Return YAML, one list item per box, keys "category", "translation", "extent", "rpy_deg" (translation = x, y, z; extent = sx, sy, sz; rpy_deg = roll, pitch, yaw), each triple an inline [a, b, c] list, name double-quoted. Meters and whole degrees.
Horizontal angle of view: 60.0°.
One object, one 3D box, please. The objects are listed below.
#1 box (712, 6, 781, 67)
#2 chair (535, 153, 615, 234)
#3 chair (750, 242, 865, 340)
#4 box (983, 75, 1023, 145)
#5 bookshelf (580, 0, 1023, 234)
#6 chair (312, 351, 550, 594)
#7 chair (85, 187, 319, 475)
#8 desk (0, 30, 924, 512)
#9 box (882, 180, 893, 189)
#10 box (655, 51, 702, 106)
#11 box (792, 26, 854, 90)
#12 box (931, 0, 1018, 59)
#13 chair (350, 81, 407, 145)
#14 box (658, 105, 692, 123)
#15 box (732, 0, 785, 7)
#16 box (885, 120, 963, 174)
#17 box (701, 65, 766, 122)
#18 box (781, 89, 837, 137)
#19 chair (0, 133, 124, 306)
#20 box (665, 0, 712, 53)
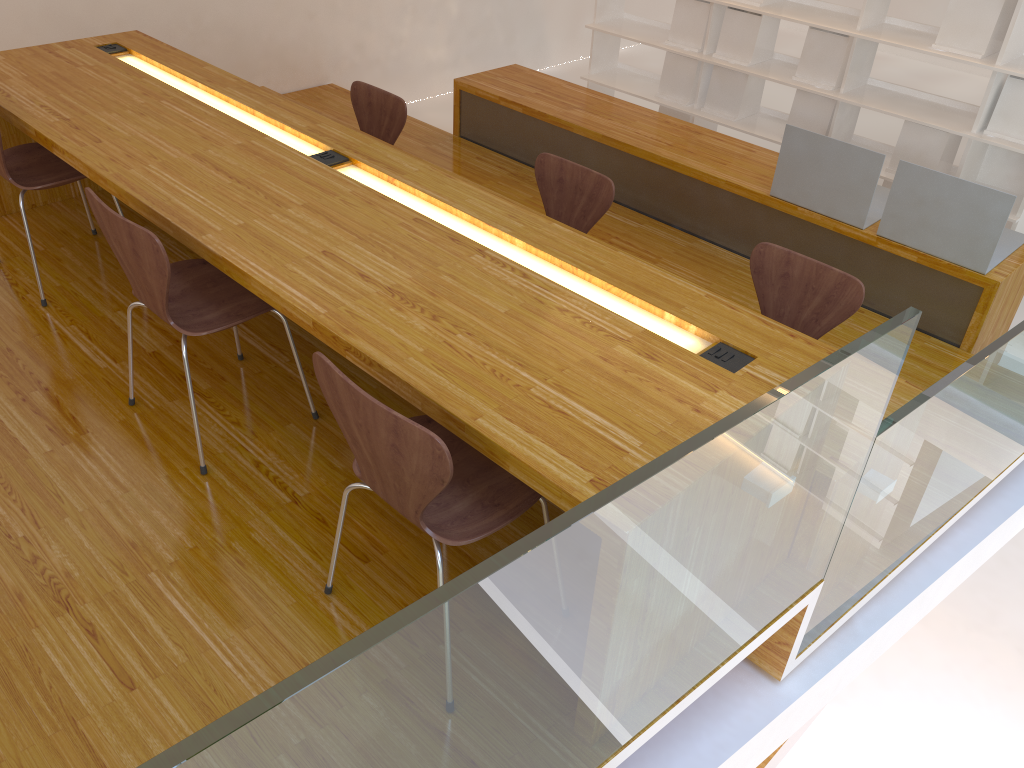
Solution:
- category: "box"
  translation: [1.384, -2.070, 5.215]
  extent: [0.245, 0.296, 0.274]
  rpy_deg: [32, 44, 33]
- category: "chair"
  translation: [0.101, -0.464, 3.386]
  extent: [0.428, 0.693, 0.381]
  rpy_deg: [32, 44, 33]
- category: "chair"
  translation: [0.789, -0.037, 2.850]
  extent: [0.428, 0.693, 0.381]
  rpy_deg: [32, 44, 33]
- category: "box"
  translation: [2.526, -1.361, 4.325]
  extent: [0.245, 0.296, 0.274]
  rpy_deg: [32, 44, 33]
- category: "bookshelf"
  translation: [1.556, -1.894, 5.010]
  extent: [2.984, 1.836, 0.498]
  rpy_deg: [32, 44, 33]
- category: "chair"
  translation: [-0.141, 0.226, 1.865]
  extent: [0.428, 0.693, 0.381]
  rpy_deg: [32, 44, 33]
- category: "chair"
  translation: [-0.829, -0.201, 2.401]
  extent: [0.428, 0.693, 0.381]
  rpy_deg: [32, 44, 33]
- category: "desk"
  translation: [-0.504, -0.331, 2.959]
  extent: [3.236, 0.918, 1.285]
  rpy_deg: [32, 44, 33]
- category: "box"
  translation: [2.193, -1.015, 4.944]
  extent: [0.245, 0.296, 0.274]
  rpy_deg: [32, 44, 33]
- category: "box"
  translation: [1.105, -1.967, 5.612]
  extent: [0.245, 0.296, 0.274]
  rpy_deg: [32, 44, 33]
- category: "box"
  translation: [1.765, -1.834, 4.918]
  extent: [0.245, 0.296, 0.274]
  rpy_deg: [32, 44, 33]
- category: "box"
  translation: [2.276, -1.793, 4.341]
  extent: [0.245, 0.296, 0.274]
  rpy_deg: [32, 44, 33]
- category: "chair"
  translation: [-0.719, -0.942, 3.980]
  extent: [0.428, 0.693, 0.381]
  rpy_deg: [32, 44, 33]
- category: "box"
  translation: [1.095, -1.696, 5.798]
  extent: [0.245, 0.296, 0.274]
  rpy_deg: [32, 44, 33]
- category: "box"
  translation: [1.400, -2.336, 5.024]
  extent: [0.245, 0.296, 0.274]
  rpy_deg: [32, 44, 33]
- category: "box"
  translation: [2.217, -1.277, 4.746]
  extent: [0.245, 0.296, 0.274]
  rpy_deg: [32, 44, 33]
- category: "box"
  translation: [1.358, -1.809, 5.414]
  extent: [0.245, 0.296, 0.274]
  rpy_deg: [32, 44, 33]
- category: "box"
  translation: [1.759, -1.561, 5.102]
  extent: [0.245, 0.296, 0.274]
  rpy_deg: [32, 44, 33]
- category: "chair"
  translation: [-1.595, -0.708, 3.042]
  extent: [0.428, 0.693, 0.381]
  rpy_deg: [32, 44, 33]
- category: "box"
  translation: [1.135, -2.225, 5.409]
  extent: [0.245, 0.296, 0.274]
  rpy_deg: [32, 44, 33]
